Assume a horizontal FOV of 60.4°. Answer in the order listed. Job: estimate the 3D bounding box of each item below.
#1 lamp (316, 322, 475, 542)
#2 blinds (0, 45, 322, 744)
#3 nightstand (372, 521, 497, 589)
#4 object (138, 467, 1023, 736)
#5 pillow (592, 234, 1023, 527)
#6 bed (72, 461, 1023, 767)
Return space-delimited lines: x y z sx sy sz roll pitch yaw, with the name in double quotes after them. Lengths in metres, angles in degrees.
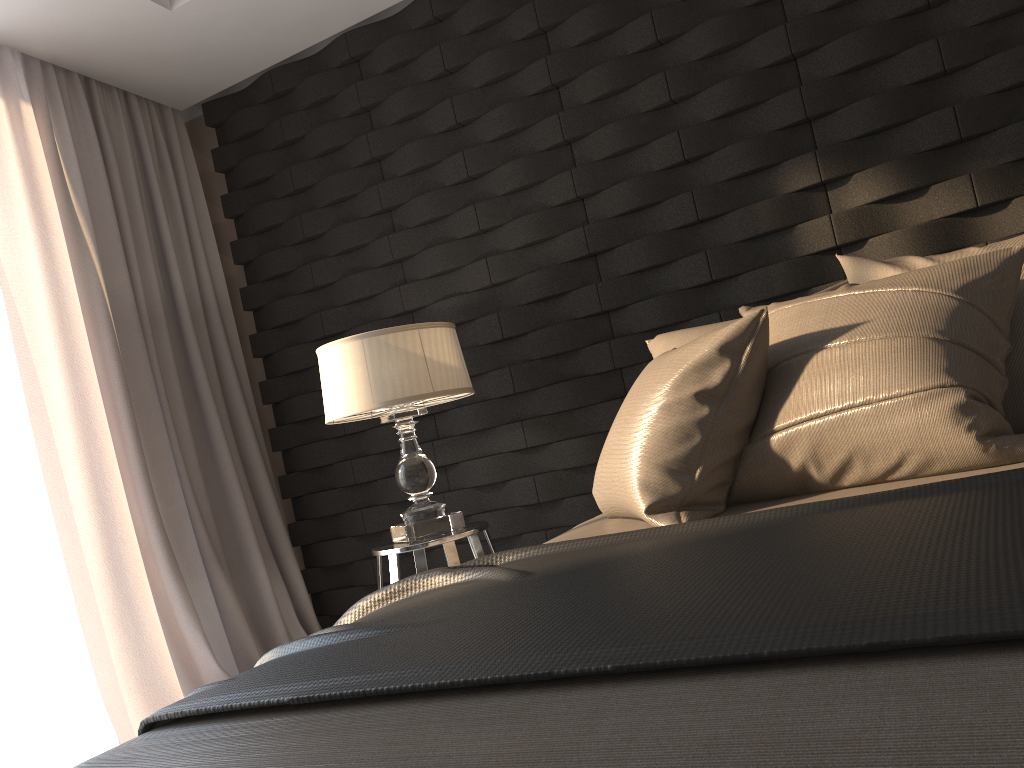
-0.327 0.163 2.756 0.488 0.630 0.443 -11 -3 -30 "lamp"
-1.241 -0.018 3.207 0.329 2.639 1.035 -13 -3 21 "blinds"
-0.186 0.764 2.722 0.521 0.603 0.580 -15 -4 40 "nightstand"
0.372 0.354 1.101 1.964 0.322 0.646 -14 -3 26 "object"
0.699 -0.061 1.900 1.201 0.518 0.942 -14 -4 29 "pillow"
0.646 0.499 1.505 2.190 0.624 2.398 -14 -4 28 "bed"
